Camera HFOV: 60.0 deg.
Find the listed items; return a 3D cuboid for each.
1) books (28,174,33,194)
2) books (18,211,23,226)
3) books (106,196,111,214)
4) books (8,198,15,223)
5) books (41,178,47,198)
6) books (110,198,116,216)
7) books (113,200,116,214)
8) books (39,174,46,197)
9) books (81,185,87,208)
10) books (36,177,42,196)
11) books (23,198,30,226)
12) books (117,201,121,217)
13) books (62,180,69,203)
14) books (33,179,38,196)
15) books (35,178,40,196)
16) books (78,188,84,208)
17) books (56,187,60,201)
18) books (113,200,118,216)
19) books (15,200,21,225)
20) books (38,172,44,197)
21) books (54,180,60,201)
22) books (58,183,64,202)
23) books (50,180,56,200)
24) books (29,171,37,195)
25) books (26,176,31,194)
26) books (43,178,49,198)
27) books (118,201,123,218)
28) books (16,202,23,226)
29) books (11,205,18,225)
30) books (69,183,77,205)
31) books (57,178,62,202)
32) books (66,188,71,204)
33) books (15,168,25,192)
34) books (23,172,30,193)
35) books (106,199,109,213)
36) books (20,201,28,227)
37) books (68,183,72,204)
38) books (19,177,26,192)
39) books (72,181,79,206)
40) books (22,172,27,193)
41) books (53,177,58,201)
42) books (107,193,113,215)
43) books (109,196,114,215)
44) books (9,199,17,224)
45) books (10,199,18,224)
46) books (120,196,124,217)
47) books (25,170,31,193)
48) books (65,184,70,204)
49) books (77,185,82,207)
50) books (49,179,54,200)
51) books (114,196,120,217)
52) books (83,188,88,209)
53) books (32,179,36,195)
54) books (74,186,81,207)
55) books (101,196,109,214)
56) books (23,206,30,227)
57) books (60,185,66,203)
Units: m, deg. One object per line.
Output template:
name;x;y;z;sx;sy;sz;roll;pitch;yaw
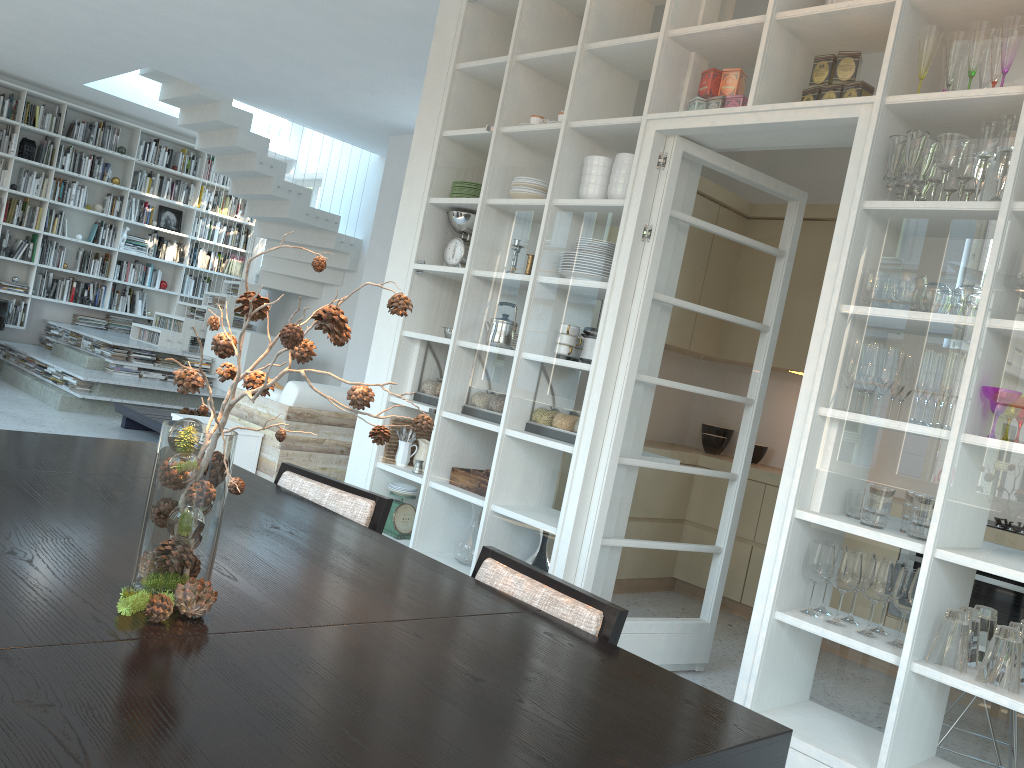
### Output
books;-5.478;-2.256;10.041;0.023;0.236;0.178;10;2;-44
books;-5.590;-1.875;10.049;0.030;0.181;0.131;10;2;-44
books;-4.873;-2.143;10.652;0.012;0.232;0.154;10;2;-44
books;-5.645;-1.942;9.963;0.035;0.293;0.144;10;2;-44
books;-5.368;-2.232;10.128;0.028;0.230;0.176;10;2;-44
books;-4.834;-2.134;10.692;0.016;0.228;0.160;10;2;-44
books;-4.830;-2.122;10.706;0.012;0.206;0.137;10;2;-44
books;-5.386;-2.260;10.127;0.025;0.277;0.172;10;2;-44
books;-5.061;-2.198;10.433;0.024;0.272;0.169;10;2;-44
books;-5.414;-2.243;10.105;0.024;0.234;0.149;10;2;-44
books;-5.537;-1.945;10.055;0.022;0.338;0.169;10;2;-44
books;-4.786;-2.112;10.718;0.013;0.204;0.173;10;2;-44
books;-5.204;-2.228;10.288;0.014;0.280;0.177;10;2;-44
books;-5.440;-2.229;10.072;0.027;0.196;0.184;10;2;-44
books;-5.425;-2.233;10.087;0.029;0.211;0.157;10;2;-44
books;-5.089;-2.183;10.426;0.021;0.232;0.182;10;2;-44
books;-5.277;-2.191;10.256;0.021;0.179;0.136;10;2;-44
books;-4.813;-2.117;10.707;0.013;0.202;0.173;10;2;-44
books;-5.592;-1.933;9.998;0.019;0.294;0.163;10;2;-44
books;-5.397;-2.271;10.118;0.028;0.293;0.154;10;2;-44
books;-5.275;-2.225;10.234;0.014;0.248;0.176;10;2;-44
books;-5.248;-2.215;10.274;0.013;0.236;0.157;10;2;-44
books;-5.315;-2.230;10.223;0.030;0.242;0.138;10;2;-44
books;-5.447;-2.270;10.037;0.028;0.275;0.186;10;2;-44
books;-5.495;-2.245;10.035;0.023;0.207;0.170;10;2;-44
books;-5.364;-2.236;10.152;0.026;0.238;0.172;10;2;-44
books;-4.771;-2.111;10.739;0.012;0.206;0.169;10;2;-44
books;-5.596;-1.926;10.028;0.035;0.278;0.139;10;2;-44
books;-5.613;-1.905;9.989;0.015;0.232;0.179;10;2;-44
books;-5.146;-2.209;10.343;0.030;0.263;0.182;10;2;-44
books;-5.266;-2.243;10.278;0.014;0.284;0.135;10;2;-44
books;-5.193;-2.183;10.329;0.025;0.194;0.170;10;2;-44
books;-5.544;-2.294;9.985;0.019;0.285;0.159;10;2;-44
books;-5.509;-2.269;10.016;0.028;0.250;0.164;10;2;-44
books;-4.883;-2.131;10.648;0.005;0.205;0.153;10;2;-44
books;-5.538;-1.922;10.033;0.019;0.293;0.182;10;2;-44
books;-5.178;-2.212;10.345;0.011;0.257;0.131;10;2;-44
books;-5.531;-2.240;9.980;0.028;0.185;0.181;10;2;-44
books;-5.140;-2.225;10.380;0.027;0.295;0.159;10;2;-44
books;-5.526;-2.269;10.008;0.024;0.242;0.159;10;2;-44
books;-5.293;-2.245;10.235;0.014;0.278;0.153;10;2;-44
books;-4.852;-2.157;10.652;0.015;0.267;0.164;10;2;-44
books;-4.851;-2.145;10.671;0.016;0.244;0.151;10;2;-44
books;-5.625;-1.938;9.961;0.035;0.293;0.144;10;2;-44
books;-5.627;-1.939;9.981;0.035;0.293;0.144;10;2;-44
books;-4.753;-2.144;10.739;0.005;0.278;0.182;10;2;-44
books;-5.497;-2.280;10.027;0.019;0.275;0.145;10;2;-44
books;-5.199;-2.206;10.306;0.022;0.237;0.164;10;2;-44
books;-5.112;-2.203;10.420;0.024;0.262;0.133;10;2;-44
books;-5.327;-2.237;10.177;0.028;0.251;0.189;10;2;-44
books;-4.791;-2.140;10.709;0.016;0.257;0.175;10;2;-44
books;-5.052;-2.187;10.477;0.034;0.254;0.160;10;2;-44
books;-5.452;-2.230;10.057;0.024;0.195;0.172;10;2;-44
books;-5.117;-2.194;10.388;0.025;0.245;0.183;10;2;-44
books;-4.891;-2.141;10.643;0.015;0.220;0.139;10;2;-44
books;-5.535;-1.901;10.071;0.033;0.253;0.174;10;2;-44
books;-5.237;-2.202;10.289;0.026;0.216;0.161;10;2;-44
